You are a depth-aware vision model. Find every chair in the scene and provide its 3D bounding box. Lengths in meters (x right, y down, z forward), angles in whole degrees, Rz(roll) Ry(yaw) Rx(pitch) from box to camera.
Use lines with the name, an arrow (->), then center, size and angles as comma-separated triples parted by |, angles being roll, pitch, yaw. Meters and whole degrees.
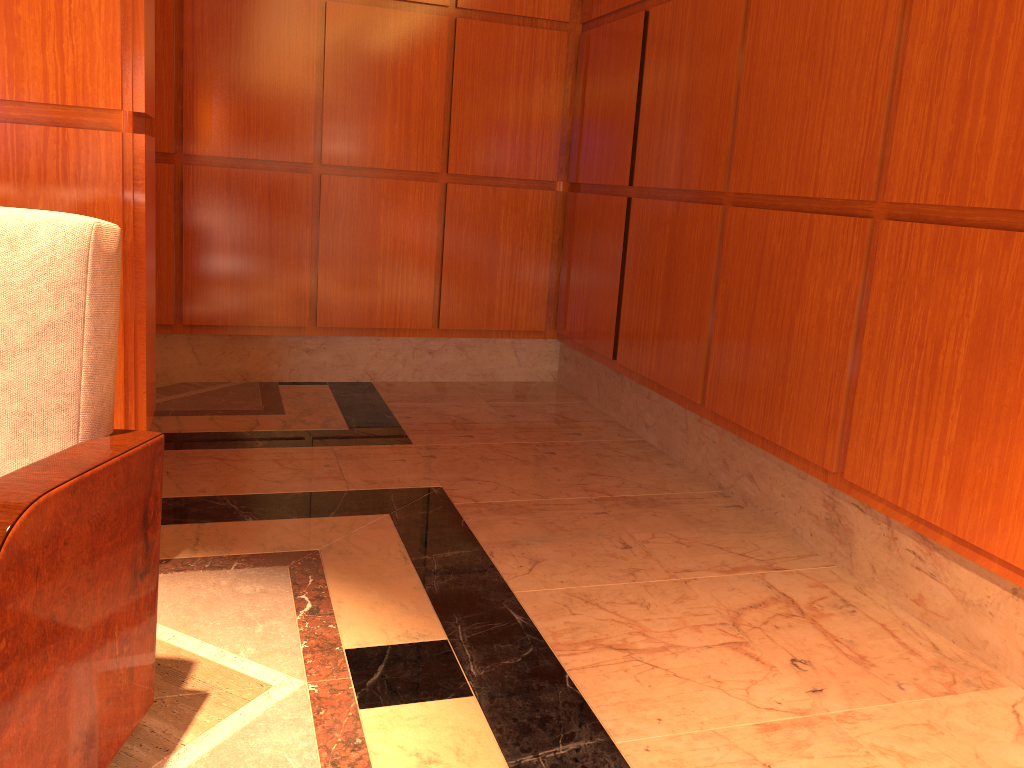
chair -> -1.027, 0.201, 1.416 | 0.738, 0.954, 0.633 | 4, 11, 0
